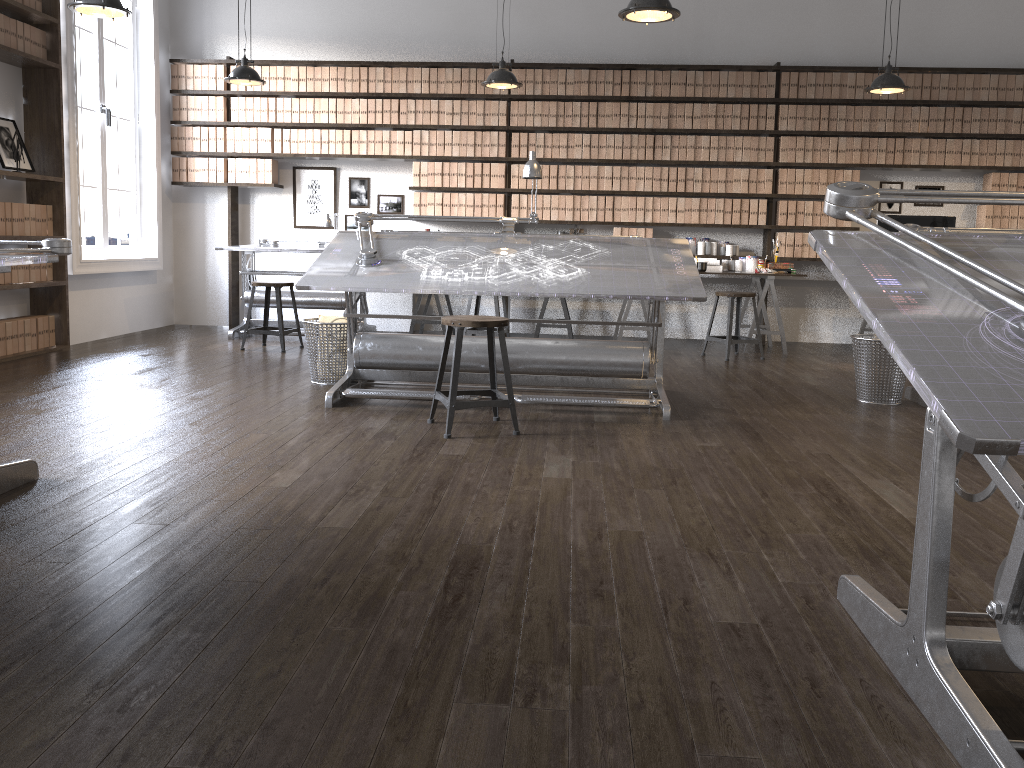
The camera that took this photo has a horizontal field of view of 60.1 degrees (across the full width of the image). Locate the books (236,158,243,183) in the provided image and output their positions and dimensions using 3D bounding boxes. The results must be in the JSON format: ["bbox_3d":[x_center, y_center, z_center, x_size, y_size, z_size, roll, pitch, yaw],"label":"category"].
[{"bbox_3d":[-2.482,-1.957,8.163,0.067,0.224,0.175,2,7,4],"label":"books"}]

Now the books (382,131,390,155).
[{"bbox_3d":[-1.125,-2.176,8.040,0.067,0.224,0.175,2,7,4],"label":"books"}]

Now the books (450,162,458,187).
[{"bbox_3d":[-0.515,-1.888,8.034,0.067,0.224,0.175,2,7,4],"label":"books"}]

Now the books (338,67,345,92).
[{"bbox_3d":[-1.519,-2.736,8.008,0.067,0.224,0.175,2,7,4],"label":"books"}]

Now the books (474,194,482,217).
[{"bbox_3d":[-0.299,-1.611,8.041,0.067,0.224,0.175,2,7,4],"label":"books"}]

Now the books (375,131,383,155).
[{"bbox_3d":[-1.192,-2.179,8.050,0.067,0.224,0.175,2,7,4],"label":"books"}]

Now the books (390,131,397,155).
[{"bbox_3d":[-1.058,-2.174,8.040,0.067,0.224,0.175,2,7,4],"label":"books"}]

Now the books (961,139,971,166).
[{"bbox_3d":[3.915,-2.003,7.701,0.067,0.224,0.175,2,7,4],"label":"books"}]

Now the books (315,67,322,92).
[{"bbox_3d":[-1.733,-2.744,8.029,0.067,0.224,0.175,2,7,4],"label":"books"}]

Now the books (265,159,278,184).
[{"bbox_3d":[-2.213,-1.948,8.147,0.067,0.224,0.175,2,7,4],"label":"books"}]

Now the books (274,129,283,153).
[{"bbox_3d":[-2.117,-2.211,8.110,0.067,0.224,0.175,2,7,4],"label":"books"}]

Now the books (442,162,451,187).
[{"bbox_3d":[-0.586,-1.890,8.038,0.067,0.224,0.175,2,7,4],"label":"books"}]

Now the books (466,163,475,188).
[{"bbox_3d":[-0.373,-1.883,8.025,0.067,0.224,0.175,2,7,4],"label":"books"}]

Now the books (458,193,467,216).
[{"bbox_3d":[-0.443,-1.617,8.055,0.067,0.224,0.175,2,7,4],"label":"books"}]

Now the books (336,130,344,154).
[{"bbox_3d":[-1.553,-2.192,8.075,0.067,0.224,0.175,2,7,4],"label":"books"}]

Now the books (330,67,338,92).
[{"bbox_3d":[-1.592,-2.738,8.013,0.067,0.224,0.175,2,7,4],"label":"books"}]

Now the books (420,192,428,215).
[{"bbox_3d":[-0.787,-1.630,8.079,0.067,0.224,0.175,2,7,4],"label":"books"}]

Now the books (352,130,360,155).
[{"bbox_3d":[-1.404,-2.187,8.065,0.067,0.224,0.175,2,7,4],"label":"books"}]

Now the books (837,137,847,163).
[{"bbox_3d":[2.871,-2.041,7.774,0.067,0.224,0.175,2,7,4],"label":"books"}]

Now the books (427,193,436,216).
[{"bbox_3d":[-0.725,-1.627,8.073,0.067,0.224,0.175,2,7,4],"label":"books"}]

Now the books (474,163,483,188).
[{"bbox_3d":[-0.299,-1.879,8.014,0.067,0.224,0.175,2,7,4],"label":"books"}]

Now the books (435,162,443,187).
[{"bbox_3d":[-0.653,-1.892,8.037,0.067,0.224,0.175,2,7,4],"label":"books"}]

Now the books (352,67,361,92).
[{"bbox_3d":[-1.391,-2.732,8.006,0.067,0.224,0.175,2,7,4],"label":"books"}]

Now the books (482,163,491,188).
[{"bbox_3d":[-0.225,-1.878,8.015,0.067,0.224,0.175,2,7,4],"label":"books"}]

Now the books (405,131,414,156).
[{"bbox_3d":[-0.923,-2.169,8.028,0.067,0.224,0.175,2,7,4],"label":"books"}]

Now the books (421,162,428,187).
[{"bbox_3d":[-0.782,-1.897,8.049,0.067,0.224,0.175,2,7,4],"label":"books"}]

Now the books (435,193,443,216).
[{"bbox_3d":[-0.653,-1.624,8.067,0.067,0.224,0.175,2,7,4],"label":"books"}]

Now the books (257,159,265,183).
[{"bbox_3d":[-2.283,-1.950,8.153,0.067,0.224,0.175,2,7,4],"label":"books"}]

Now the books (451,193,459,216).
[{"bbox_3d":[-0.513,-1.620,8.063,0.067,0.224,0.175,2,7,4],"label":"books"}]

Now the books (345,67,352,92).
[{"bbox_3d":[-1.456,-2.734,8.008,0.067,0.224,0.175,2,7,4],"label":"books"}]

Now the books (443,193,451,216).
[{"bbox_3d":[-0.582,-1.622,8.066,0.067,0.224,0.175,2,7,4],"label":"books"}]

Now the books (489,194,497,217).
[{"bbox_3d":[-0.170,-1.608,8.040,0.067,0.224,0.175,2,7,4],"label":"books"}]

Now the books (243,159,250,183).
[{"bbox_3d":[-2.419,-1.955,8.160,0.067,0.224,0.175,2,7,4],"label":"books"}]

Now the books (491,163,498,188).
[{"bbox_3d":[-0.149,-1.875,8.007,0.067,0.224,0.175,2,7,4],"label":"books"}]

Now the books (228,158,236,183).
[{"bbox_3d":[-2.554,-1.959,8.166,0.067,0.224,0.175,2,7,4],"label":"books"}]

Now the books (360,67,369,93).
[{"bbox_3d":[-1.317,-2.729,7.995,0.067,0.224,0.175,2,7,4],"label":"books"}]

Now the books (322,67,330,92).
[{"bbox_3d":[-1.664,-2.741,8.021,0.067,0.224,0.175,2,7,4],"label":"books"}]

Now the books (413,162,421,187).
[{"bbox_3d":[-0.855,-1.899,8.052,0.067,0.224,0.175,2,7,4],"label":"books"}]

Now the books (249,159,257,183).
[{"bbox_3d":[-2.353,-1.952,8.151,0.067,0.224,0.175,2,7,4],"label":"books"}]

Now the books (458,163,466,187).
[{"bbox_3d":[-0.444,-1.885,8.025,0.067,0.224,0.175,2,7,4],"label":"books"}]

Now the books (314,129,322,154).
[{"bbox_3d":[-1.754,-2.198,8.082,0.067,0.224,0.175,2,7,4],"label":"books"}]

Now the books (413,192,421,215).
[{"bbox_3d":[-0.854,-1.631,8.079,0.067,0.224,0.175,2,7,4],"label":"books"}]

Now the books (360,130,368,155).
[{"bbox_3d":[-1.333,-2.183,8.056,0.067,0.224,0.175,2,7,4],"label":"books"}]

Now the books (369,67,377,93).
[{"bbox_3d":[-1.242,-2.727,7.996,0.067,0.224,0.175,2,7,4],"label":"books"}]

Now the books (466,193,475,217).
[{"bbox_3d":[-0.371,-1.614,8.046,0.067,0.224,0.175,2,7,4],"label":"books"}]

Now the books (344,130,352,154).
[{"bbox_3d":[-1.479,-2.188,8.065,0.067,0.224,0.175,2,7,4],"label":"books"}]

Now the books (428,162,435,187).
[{"bbox_3d":[-0.720,-1.895,8.046,0.067,0.224,0.175,2,7,4],"label":"books"}]

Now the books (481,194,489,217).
[{"bbox_3d":[-0.236,-1.610,8.042,0.067,0.224,0.175,2,7,4],"label":"books"}]

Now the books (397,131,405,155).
[{"bbox_3d":[-0.995,-2.171,8.034,0.067,0.224,0.175,2,7,4],"label":"books"}]

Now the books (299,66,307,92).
[{"bbox_3d":[-1.873,-2.749,8.033,0.067,0.224,0.175,2,7,4],"label":"books"}]

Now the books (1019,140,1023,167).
[{"bbox_3d":[4.398,-1.986,7.669,0.067,0.224,0.175,2,7,4],"label":"books"}]

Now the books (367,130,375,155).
[{"bbox_3d":[-1.262,-2.181,8.055,0.067,0.224,0.175,2,7,4],"label":"books"}]

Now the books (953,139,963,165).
[{"bbox_3d":[3.843,-2.006,7.706,0.067,0.224,0.175,2,7,4],"label":"books"}]

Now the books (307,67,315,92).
[{"bbox_3d":[-1.803,-2.747,8.032,0.067,0.224,0.175,2,7,4],"label":"books"}]

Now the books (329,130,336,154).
[{"bbox_3d":[-1.618,-2.194,8.077,0.067,0.224,0.175,2,7,4],"label":"books"}]

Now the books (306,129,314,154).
[{"bbox_3d":[-1.826,-2.201,8.090,0.067,0.224,0.175,2,7,4],"label":"books"}]
